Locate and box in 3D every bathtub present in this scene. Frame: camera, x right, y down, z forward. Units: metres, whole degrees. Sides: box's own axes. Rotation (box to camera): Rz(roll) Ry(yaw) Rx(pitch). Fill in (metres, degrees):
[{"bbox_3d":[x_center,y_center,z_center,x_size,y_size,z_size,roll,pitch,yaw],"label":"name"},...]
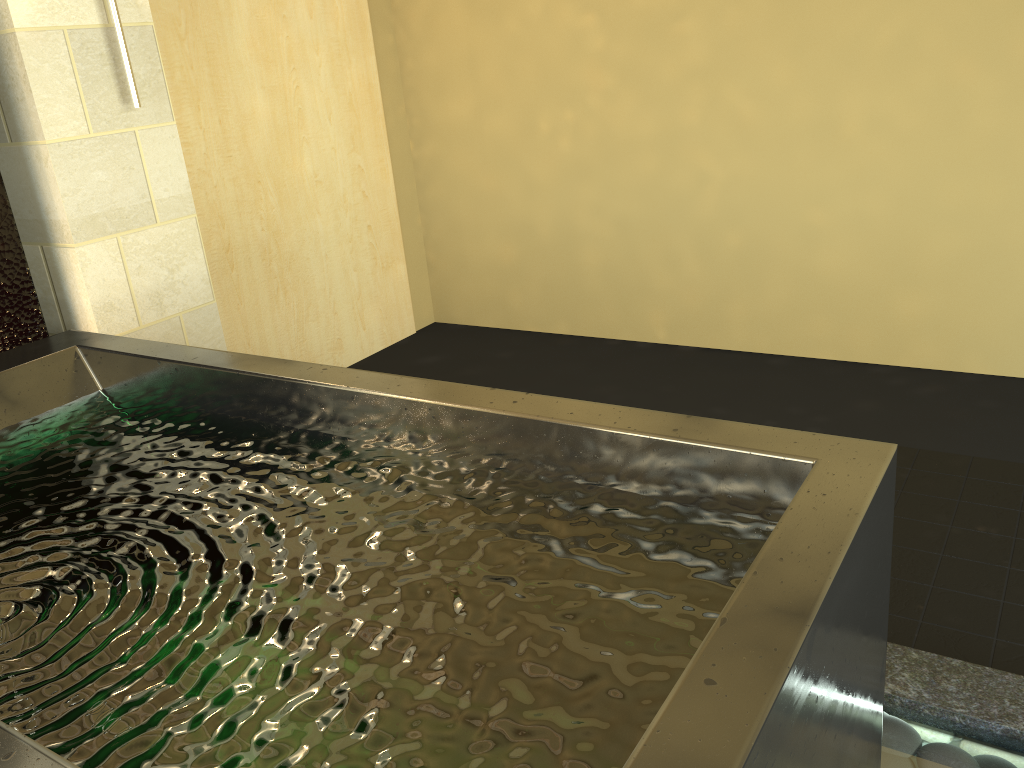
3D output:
[{"bbox_3d":[-0.596,0.272,1.511,2.134,1.156,1.072,8,25,32],"label":"bathtub"}]

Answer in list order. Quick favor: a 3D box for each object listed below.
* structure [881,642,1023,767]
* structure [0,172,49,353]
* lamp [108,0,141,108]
[{"bbox_3d":[-0.871,0.903,2.025,3.803,0.633,1.980,8,25,32],"label":"structure"},{"bbox_3d":[-1.617,-0.265,2.391,0.094,2.057,0.643,7,24,32],"label":"structure"},{"bbox_3d":[-1.196,-1.237,2.579,0.188,0.833,0.177,7,24,32],"label":"lamp"}]
